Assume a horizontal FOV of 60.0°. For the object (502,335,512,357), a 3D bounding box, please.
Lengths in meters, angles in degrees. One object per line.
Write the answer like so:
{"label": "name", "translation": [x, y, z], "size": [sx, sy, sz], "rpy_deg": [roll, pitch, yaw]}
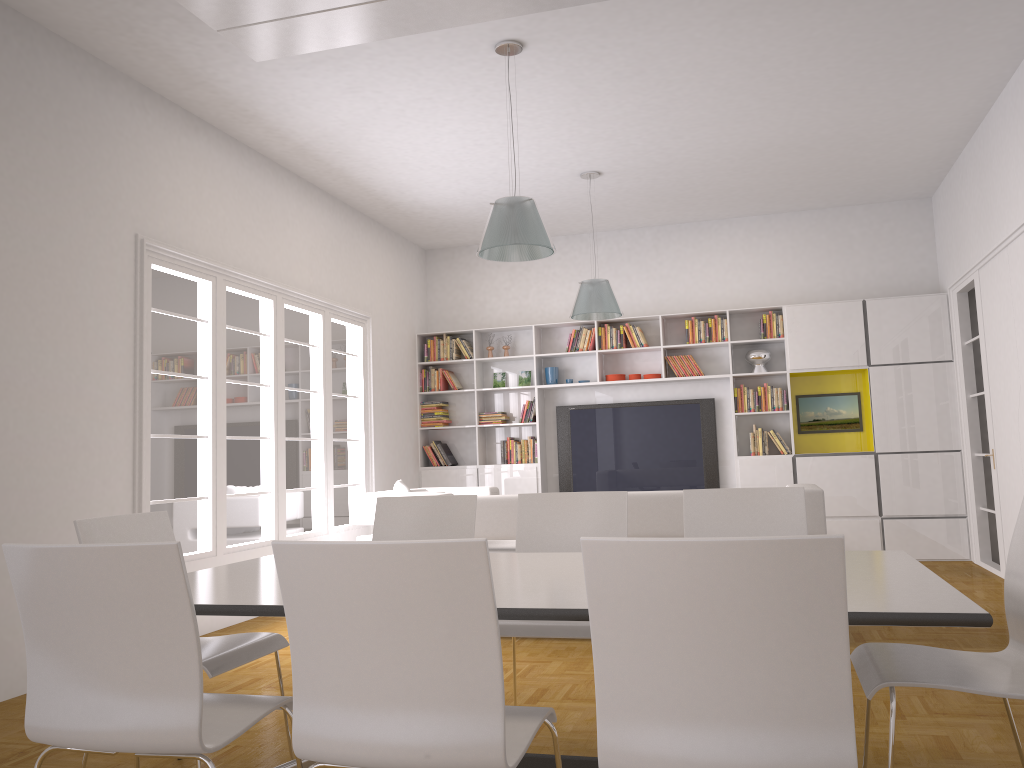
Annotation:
{"label": "object", "translation": [-0.091, -0.404, 9.681], "size": [0.179, 0.260, 0.119], "rpy_deg": [-6, -7, 36]}

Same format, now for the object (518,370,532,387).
{"label": "object", "translation": [0.140, -0.050, 9.652], "size": [0.144, 0.190, 0.051], "rpy_deg": [-4, -6, 16]}

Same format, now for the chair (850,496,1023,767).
{"label": "chair", "translation": [1.242, 0.772, 2.407], "size": [0.575, 0.933, 0.560], "rpy_deg": [-4, -6, 16]}

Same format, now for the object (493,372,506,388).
{"label": "object", "translation": [-0.138, -0.034, 9.730], "size": [0.144, 0.190, 0.051], "rpy_deg": [-4, -6, 16]}

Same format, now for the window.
{"label": "window", "translation": [-1.856, 0.460, 6.911], "size": [0.195, 2.533, 3.344], "rpy_deg": [-4, -5, 16]}

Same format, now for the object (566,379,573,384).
{"label": "object", "translation": [0.610, -0.020, 9.390], "size": [0.078, 0.056, 0.078], "rpy_deg": [-7, -7, 41]}

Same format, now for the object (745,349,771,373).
{"label": "object", "translation": [2.469, -0.217, 8.888], "size": [0.256, 0.239, 0.256], "rpy_deg": [-4, -6, 23]}

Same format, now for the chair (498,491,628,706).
{"label": "chair", "translation": [0.205, 0.907, 3.483], "size": [0.561, 0.933, 0.574], "rpy_deg": [-4, -6, 16]}

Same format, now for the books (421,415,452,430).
{"label": "books", "translation": [-0.834, 0.424, 9.779], "size": [0.283, 0.153, 0.207], "rpy_deg": [-3, -5, 16]}

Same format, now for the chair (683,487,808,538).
{"label": "chair", "translation": [0.879, 0.867, 3.295], "size": [0.561, 0.933, 0.574], "rpy_deg": [-4, -6, 16]}

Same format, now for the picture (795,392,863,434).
{"label": "picture", "translation": [3.141, 0.290, 8.788], "size": [0.608, 0.389, 0.007], "rpy_deg": [-3, -6, 16]}

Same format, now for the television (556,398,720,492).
{"label": "television", "translation": [1.294, 0.735, 9.233], "size": [1.659, 1.090, 0.081], "rpy_deg": [-3, -6, 16]}

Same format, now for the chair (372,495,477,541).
{"label": "chair", "translation": [-0.430, 0.945, 3.661], "size": [0.561, 0.933, 0.574], "rpy_deg": [-4, -6, 16]}

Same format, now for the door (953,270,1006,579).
{"label": "door", "translation": [3.956, 0.336, 7.488], "size": [0.139, 2.459, 1.007], "rpy_deg": [-4, -6, 16]}

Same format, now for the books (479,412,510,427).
{"label": "books", "translation": [-0.191, 0.386, 9.600], "size": [0.283, 0.153, 0.207], "rpy_deg": [-3, -5, 16]}

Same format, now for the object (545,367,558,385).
{"label": "object", "translation": [0.426, -0.078, 9.448], "size": [0.147, 0.193, 0.147], "rpy_deg": [-3, -6, 5]}

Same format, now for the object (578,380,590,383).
{"label": "object", "translation": [0.761, -0.017, 9.347], "size": [0.124, 0.032, 0.123], "rpy_deg": [-2, -5, 1]}

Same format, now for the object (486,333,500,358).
{"label": "object", "translation": [-0.211, -0.408, 9.698], "size": [0.120, 0.280, 0.179], "rpy_deg": [-4, -6, 21]}

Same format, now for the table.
{"label": "table", "translation": [0.024, 0.950, 2.718], "size": [2.410, 0.724, 1.209], "rpy_deg": [-3, -5, 16]}

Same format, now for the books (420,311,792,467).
{"label": "books", "translation": [0.872, 0.084, 9.311], "size": [3.861, 1.458, 0.235], "rpy_deg": [-3, -6, 16]}

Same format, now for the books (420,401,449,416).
{"label": "books", "translation": [-0.855, 0.276, 9.799], "size": [0.252, 0.153, 0.207], "rpy_deg": [-3, -5, 16]}

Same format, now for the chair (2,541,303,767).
{"label": "chair", "translation": [-0.868, 0.836, 2.173], "size": [0.561, 0.933, 0.574], "rpy_deg": [-4, -6, 16]}

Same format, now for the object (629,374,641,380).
{"label": "object", "translation": [1.279, -0.062, 9.216], "size": [0.128, 0.073, 0.128], "rpy_deg": [-3, -5, 12]}

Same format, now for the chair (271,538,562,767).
{"label": "chair", "translation": [-0.194, 0.796, 1.984], "size": [0.561, 0.933, 0.574], "rpy_deg": [-4, -6, 16]}

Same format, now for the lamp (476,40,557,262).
{"label": "lamp", "translation": [0.003, -1.375, 5.182], "size": [0.464, 1.252, 0.464], "rpy_deg": [-4, -6, 15]}

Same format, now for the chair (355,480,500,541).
{"label": "chair", "translation": [-0.676, 1.256, 7.499], "size": [0.801, 0.913, 1.095], "rpy_deg": [-5, -6, 25]}

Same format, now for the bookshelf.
{"label": "bookshelf", "translation": [1.613, 0.542, 9.093], "size": [5.363, 2.485, 0.389], "rpy_deg": [-3, -6, 16]}

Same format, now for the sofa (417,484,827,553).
{"label": "sofa", "translation": [0.586, 1.096, 5.585], "size": [2.622, 0.850, 0.821], "rpy_deg": [-3, -6, 16]}

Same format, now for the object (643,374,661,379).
{"label": "object", "translation": [1.448, -0.070, 9.149], "size": [0.182, 0.054, 0.182], "rpy_deg": [-3, -5, 12]}

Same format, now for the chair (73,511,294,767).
{"label": "chair", "translation": [-1.149, 0.921, 3.073], "size": [0.575, 0.933, 0.560], "rpy_deg": [-4, -6, 16]}

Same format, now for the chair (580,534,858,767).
{"label": "chair", "translation": [0.441, 0.758, 1.807], "size": [0.561, 0.933, 0.574], "rpy_deg": [-4, -6, 16]}

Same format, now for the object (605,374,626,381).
{"label": "object", "translation": [1.083, -0.057, 9.271], "size": [0.210, 0.073, 0.210], "rpy_deg": [-1, -5, -9]}

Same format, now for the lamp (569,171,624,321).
{"label": "lamp", "translation": [0.698, -1.196, 7.617], "size": [0.464, 1.252, 0.464], "rpy_deg": [-4, -6, 15]}
